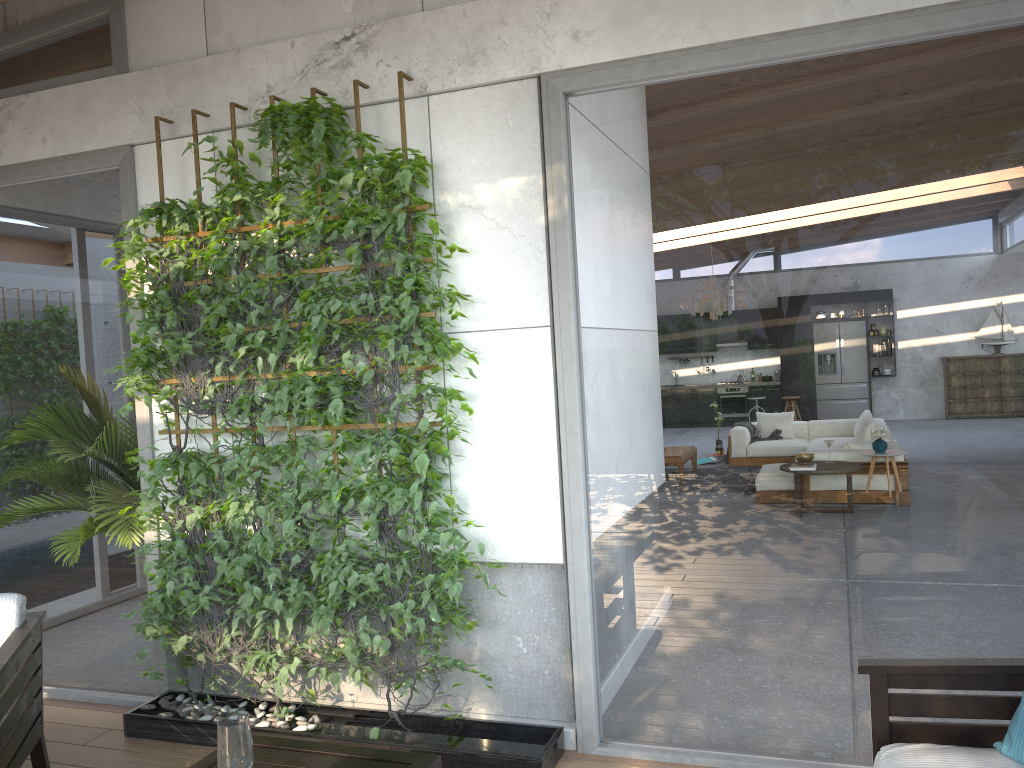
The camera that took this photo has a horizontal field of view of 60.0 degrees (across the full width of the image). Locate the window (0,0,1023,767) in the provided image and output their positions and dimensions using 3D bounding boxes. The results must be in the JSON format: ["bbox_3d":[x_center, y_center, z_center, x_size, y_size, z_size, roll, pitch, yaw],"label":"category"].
[{"bbox_3d":[1.788,-0.698,11.168,14.294,3.764,23.280,-3,2,20],"label":"window"}]

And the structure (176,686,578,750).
[{"bbox_3d":[-0.327,1.186,4.887,2.012,0.595,2.203,-3,2,20],"label":"structure"}]

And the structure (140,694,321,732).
[{"bbox_3d":[-1.217,1.430,3.860,0.928,0.044,0.231,-3,2,20],"label":"structure"}]

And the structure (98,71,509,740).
[{"bbox_3d":[-0.925,0.124,3.746,1.851,2.669,0.500,-3,2,21],"label":"structure"}]
